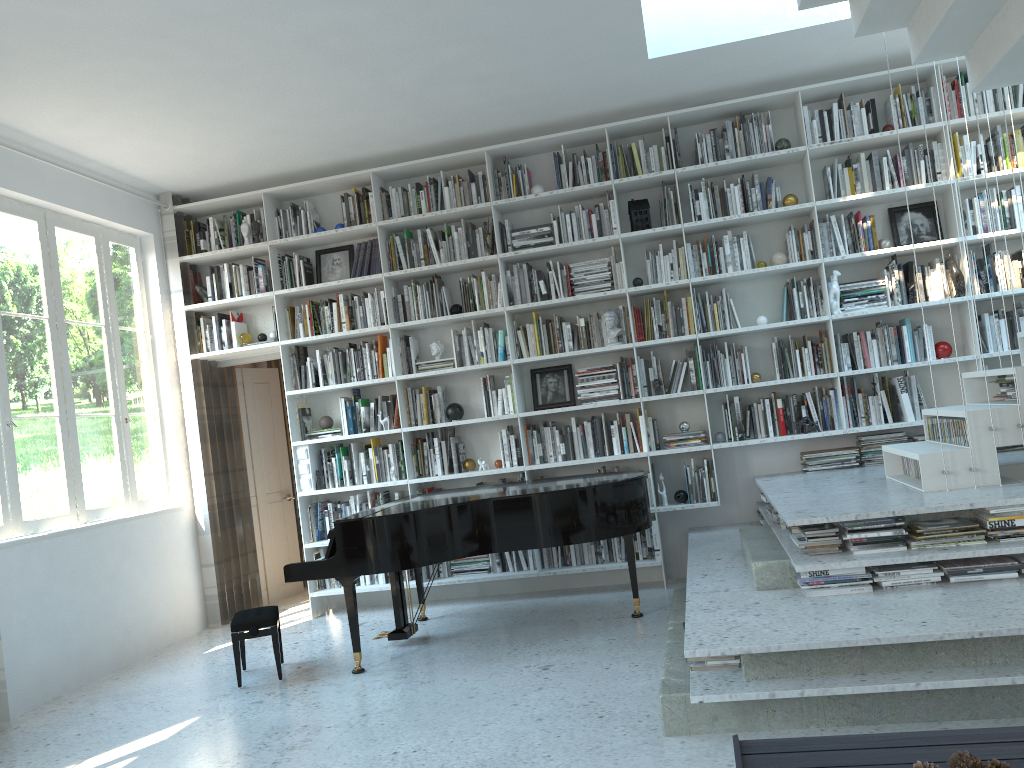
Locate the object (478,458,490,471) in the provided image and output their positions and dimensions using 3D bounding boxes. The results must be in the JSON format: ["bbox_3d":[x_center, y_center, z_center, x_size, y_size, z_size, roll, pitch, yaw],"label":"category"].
[{"bbox_3d":[-0.201,0.562,6.247,0.060,0.095,0.078,-8,-2,28],"label":"object"}]

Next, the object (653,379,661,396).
[{"bbox_3d":[0.969,0.021,5.922,0.054,0.113,0.079,-8,-2,10],"label":"object"}]

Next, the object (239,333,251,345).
[{"bbox_3d":[-1.997,-0.340,6.634,0.087,0.088,0.087,-6,-3,-30],"label":"object"}]

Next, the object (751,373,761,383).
[{"bbox_3d":[1.631,-0.041,5.933,0.071,0.072,0.071,-6,-3,-30],"label":"object"}]

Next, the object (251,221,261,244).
[{"bbox_3d":[-1.884,-1.105,6.534,0.067,0.198,0.067,-6,-2,-36],"label":"object"}]

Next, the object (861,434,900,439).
[{"bbox_3d":[2.406,0.337,5.795,0.254,0.006,0.161,-8,-3,12],"label":"object"}]

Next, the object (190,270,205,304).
[{"bbox_3d":[-2.409,-0.719,6.774,0.035,0.295,0.176,-8,-2,11],"label":"object"}]

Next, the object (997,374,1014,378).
[{"bbox_3d":[2.689,-0.055,4.713,0.161,0.025,0.174,-8,-3,15],"label":"object"}]

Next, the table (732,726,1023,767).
[{"bbox_3d":[1.156,1.051,1.882,1.270,0.218,1.258,-8,-3,11],"label":"table"}]

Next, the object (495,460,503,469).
[{"bbox_3d":[-0.092,0.564,6.249,0.061,0.062,0.061,-6,-3,-30],"label":"object"}]

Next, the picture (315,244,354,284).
[{"bbox_3d":[-1.318,-0.874,6.615,0.300,0.299,0.077,-8,-2,11],"label":"picture"}]

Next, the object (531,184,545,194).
[{"bbox_3d":[0.183,-1.345,6.214,0.105,0.106,0.105,-7,-2,-11],"label":"object"}]

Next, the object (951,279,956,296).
[{"bbox_3d":[2.823,-0.642,5.702,0.022,0.211,0.179,-8,-2,11],"label":"object"}]

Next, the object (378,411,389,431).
[{"bbox_3d":[-0.913,0.262,6.311,0.081,0.140,0.044,-7,-2,-5],"label":"object"}]

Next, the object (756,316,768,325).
[{"bbox_3d":[1.662,-0.418,5.894,0.071,0.072,0.071,-6,-3,-30],"label":"object"}]

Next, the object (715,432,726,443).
[{"bbox_3d":[1.403,0.358,5.973,0.071,0.072,0.071,-6,-3,-30],"label":"object"}]

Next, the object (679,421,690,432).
[{"bbox_3d":[1.156,0.286,5.943,0.071,0.072,0.071,-6,-3,-30],"label":"object"}]

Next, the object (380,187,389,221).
[{"bbox_3d":[-0.919,-1.285,6.489,0.012,0.285,0.159,-8,-2,11],"label":"object"}]

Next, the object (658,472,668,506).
[{"bbox_3d":[1.007,0.705,5.934,0.053,0.224,0.046,-8,-2,23],"label":"object"}]

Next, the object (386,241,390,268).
[{"bbox_3d":[-0.871,-0.905,6.476,0.012,0.254,0.161,-8,-2,11],"label":"object"}]

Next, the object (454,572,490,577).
[{"bbox_3d":[-0.272,1.347,6.332,0.254,0.007,0.161,-8,-3,14],"label":"object"}]

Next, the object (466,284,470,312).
[{"bbox_3d":[-0.295,-0.600,6.363,0.010,0.225,0.142,-8,-2,11],"label":"object"}]

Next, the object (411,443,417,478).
[{"bbox_3d":[-0.688,0.550,6.429,0.012,0.254,0.161,-8,-2,11],"label":"object"}]

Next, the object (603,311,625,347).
[{"bbox_3d":[0.682,-0.374,6.009,0.137,0.244,0.138,-6,-2,-23],"label":"object"}]

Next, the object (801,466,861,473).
[{"bbox_3d":[2.099,0.560,5.846,0.346,0.007,0.193,-7,-3,6],"label":"object"}]

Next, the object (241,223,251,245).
[{"bbox_3d":[-1.962,-1.094,6.550,0.067,0.198,0.067,-6,-2,-36],"label":"object"}]

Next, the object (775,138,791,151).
[{"bbox_3d":[1.782,-1.563,5.834,0.104,0.105,0.104,-6,-3,-30],"label":"object"}]

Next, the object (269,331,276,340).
[{"bbox_3d":[-1.775,-0.361,6.618,0.071,0.072,0.071,-7,-2,-11],"label":"object"}]

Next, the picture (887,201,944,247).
[{"bbox_3d":[2.643,-1.032,5.804,0.300,0.299,0.077,-8,-2,11],"label":"picture"}]

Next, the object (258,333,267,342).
[{"bbox_3d":[-1.874,-0.346,6.658,0.071,0.072,0.071,-7,-2,-11],"label":"object"}]

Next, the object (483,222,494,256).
[{"bbox_3d":[-0.164,-1.008,6.183,0.075,0.254,0.075,-7,-2,-10],"label":"object"}]

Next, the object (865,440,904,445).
[{"bbox_3d":[2.409,0.380,5.796,0.254,0.006,0.161,-8,-3,11],"label":"object"}]

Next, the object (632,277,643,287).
[{"bbox_3d":[0.853,-0.687,6.012,0.071,0.072,0.071,-6,-3,-30],"label":"object"}]

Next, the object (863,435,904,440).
[{"bbox_3d":[2.408,0.348,5.796,0.254,0.006,0.161,-8,-3,11],"label":"object"}]

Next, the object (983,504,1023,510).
[{"bbox_3d":[2.120,0.490,3.740,0.284,0.030,0.177,-8,-3,11],"label":"object"}]

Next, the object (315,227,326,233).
[{"bbox_3d":[-1.412,-1.118,6.551,0.082,0.083,0.082,-7,-2,-11],"label":"object"}]

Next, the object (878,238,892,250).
[{"bbox_3d":[2.416,-0.900,5.761,0.091,0.092,0.091,-6,-3,-30],"label":"object"}]

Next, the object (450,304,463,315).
[{"bbox_3d":[-0.394,-0.523,6.331,0.097,0.098,0.097,-6,-3,-30],"label":"object"}]

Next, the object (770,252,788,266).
[{"bbox_3d":[1.781,-0.822,5.919,0.111,0.113,0.111,-7,-2,-11],"label":"object"}]

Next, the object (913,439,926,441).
[{"bbox_3d":[2.772,0.338,5.723,0.328,0.008,0.207,-8,-3,11],"label":"object"}]

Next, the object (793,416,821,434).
[{"bbox_3d":[1.903,0.265,5.720,0.160,0.114,0.064,-7,-2,-1],"label":"object"}]

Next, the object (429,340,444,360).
[{"bbox_3d":[-0.543,-0.246,6.400,0.095,0.157,0.121,-8,-2,25],"label":"object"}]

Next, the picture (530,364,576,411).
[{"bbox_3d":[0.290,0.025,6.280,0.300,0.299,0.077,-8,-2,11],"label":"picture"}]

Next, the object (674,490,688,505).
[{"bbox_3d":[1.132,0.755,5.931,0.093,0.094,0.093,-6,-3,-30],"label":"object"}]

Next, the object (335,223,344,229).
[{"bbox_3d":[-1.259,-1.139,6.520,0.082,0.083,0.082,-7,-2,-11],"label":"object"}]

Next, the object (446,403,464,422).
[{"bbox_3d":[-0.409,0.202,6.349,0.133,0.135,0.134,-6,-3,-30],"label":"object"}]

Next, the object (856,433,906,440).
[{"bbox_3d":[2.407,0.342,5.797,0.285,0.005,0.159,-8,-3,11],"label":"object"}]

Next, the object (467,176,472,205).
[{"bbox_3d":[-0.281,-1.352,6.356,0.010,0.246,0.157,-8,-2,11],"label":"object"}]

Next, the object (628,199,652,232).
[{"bbox_3d":[0.871,-1.141,6.040,0.135,0.248,0.135,-7,-2,1],"label":"object"}]

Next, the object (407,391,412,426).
[{"bbox_3d":[-0.721,0.178,6.451,0.012,0.270,0.130,-8,-2,11],"label":"object"}]

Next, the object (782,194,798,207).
[{"bbox_3d":[1.829,-1.197,5.828,0.100,0.101,0.100,-7,-2,-11],"label":"object"}]

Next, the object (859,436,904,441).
[{"bbox_3d":[2.409,0.353,5.796,0.254,0.006,0.161,-8,-3,11],"label":"object"}]

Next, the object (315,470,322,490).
[{"bbox_3d":[-1.405,0.696,6.429,0.045,0.146,0.045,-6,-2,-40],"label":"object"}]

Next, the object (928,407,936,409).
[{"bbox_3d":[2.713,0.183,5.721,0.071,0.072,0.071,-6,-3,-30],"label":"object"}]

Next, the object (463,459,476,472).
[{"bbox_3d":[-0.304,0.579,6.335,0.091,0.092,0.091,-7,-2,-11],"label":"object"}]

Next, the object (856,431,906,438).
[{"bbox_3d":[2.404,0.331,5.786,0.285,0.005,0.159,-8,-3,16],"label":"object"}]

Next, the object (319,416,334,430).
[{"bbox_3d":[-1.370,0.288,6.546,0.105,0.106,0.105,-7,-2,-11],"label":"object"}]

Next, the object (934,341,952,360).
[{"bbox_3d":[2.761,-0.215,5.690,0.115,0.116,0.115,-7,-2,-11],"label":"object"}]

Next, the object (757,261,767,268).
[{"bbox_3d":[1.667,-0.787,5.918,0.068,0.068,0.068,-7,-2,-11],"label":"object"}]
